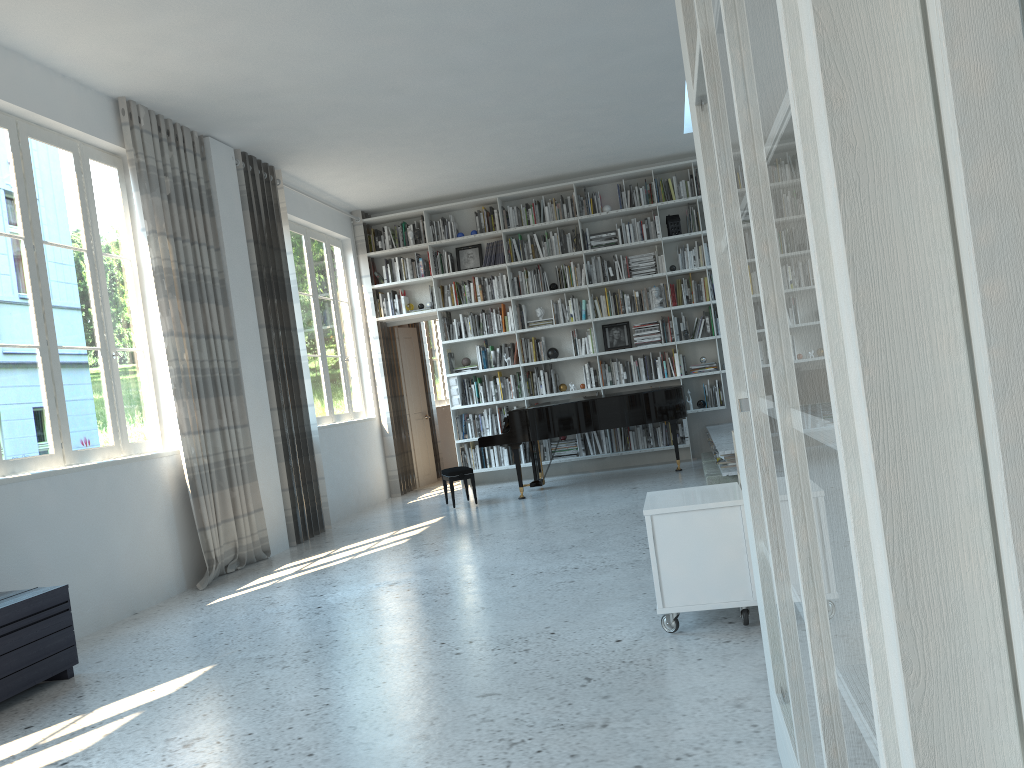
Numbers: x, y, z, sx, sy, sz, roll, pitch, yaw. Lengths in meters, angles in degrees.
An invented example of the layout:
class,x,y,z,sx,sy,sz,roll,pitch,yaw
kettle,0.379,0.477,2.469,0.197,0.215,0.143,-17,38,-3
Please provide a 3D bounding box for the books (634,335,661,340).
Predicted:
class,x,y,z,sx,sy,sz,roll,pitch,yaw
books,1.469,-0.499,9.594,0.285,0.012,0.159,-8,0,12

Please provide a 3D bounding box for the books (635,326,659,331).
class,x,y,z,sx,sy,sz,roll,pitch,yaw
books,1.455,-0.595,9.589,0.254,0.012,0.161,-8,0,8

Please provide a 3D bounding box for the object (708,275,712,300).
class,x,y,z,sx,sy,sz,roll,pitch,yaw
object,2.113,-1.012,9.472,0.013,0.283,0.135,-8,0,10

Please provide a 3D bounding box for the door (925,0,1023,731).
class,x,y,z,sx,sy,sz,roll,pitch,yaw
door,0.706,-0.213,0.491,0.839,2.228,0.067,-8,0,21

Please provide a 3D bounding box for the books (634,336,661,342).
class,x,y,z,sx,sy,sz,roll,pitch,yaw
books,1.471,-0.487,9.597,0.285,0.012,0.159,-8,0,11

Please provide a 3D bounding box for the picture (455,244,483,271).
class,x,y,z,sx,sy,sz,roll,pitch,yaw
picture,-0.476,-1.408,9.972,0.300,0.300,0.077,-8,0,11

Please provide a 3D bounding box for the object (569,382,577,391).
class,x,y,z,sx,sy,sz,roll,pitch,yaw
object,0.665,0.026,9.678,0.060,0.095,0.078,-8,0,27

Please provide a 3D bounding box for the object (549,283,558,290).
class,x,y,z,sx,sy,sz,roll,pitch,yaw
object,0.457,-1.059,9.720,0.097,0.098,0.097,-8,0,-31

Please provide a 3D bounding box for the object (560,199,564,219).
class,x,y,z,sx,sy,sz,roll,pitch,yaw
object,0.560,-1.890,9.718,0.010,0.247,0.157,-8,0,10

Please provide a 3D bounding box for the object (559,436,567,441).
class,x,y,z,sx,sy,sz,roll,pitch,yaw
object,0.561,0.581,9.754,0.086,0.087,0.086,-8,0,-12

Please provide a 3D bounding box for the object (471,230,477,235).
class,x,y,z,sx,sy,sz,roll,pitch,yaw
object,-0.419,-1.671,9.869,0.082,0.083,0.082,-8,0,-12

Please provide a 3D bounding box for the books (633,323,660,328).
class,x,y,z,sx,sy,sz,roll,pitch,yaw
books,1.449,-0.631,9.584,0.285,0.012,0.159,-8,0,6

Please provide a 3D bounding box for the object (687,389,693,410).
class,x,y,z,sx,sy,sz,roll,pitch,yaw
object,1.881,0.165,9.394,0.053,0.225,0.046,-8,0,22

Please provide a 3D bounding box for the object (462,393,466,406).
class,x,y,z,sx,sy,sz,roll,pitch,yaw
object,-0.540,0.169,9.841,0.045,0.146,0.045,-8,0,-41

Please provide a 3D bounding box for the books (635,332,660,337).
class,x,y,z,sx,sy,sz,roll,pitch,yaw
books,1.463,-0.534,9.585,0.254,0.012,0.161,-8,0,6

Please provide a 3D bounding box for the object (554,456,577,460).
class,x,y,z,sx,sy,sz,roll,pitch,yaw
object,0.602,0.809,9.790,0.254,0.007,0.161,-8,0,14

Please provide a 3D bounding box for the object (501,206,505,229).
class,x,y,z,sx,sy,sz,roll,pitch,yaw
object,-0.080,-1.820,9.840,0.012,0.285,0.159,-8,0,10

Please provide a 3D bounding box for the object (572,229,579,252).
class,x,y,z,sx,sy,sz,roll,pitch,yaw
object,0.685,-1.541,9.560,0.075,0.255,0.075,-8,0,-11

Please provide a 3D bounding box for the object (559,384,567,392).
class,x,y,z,sx,sy,sz,roll,pitch,yaw
object,0.561,0.041,9.765,0.091,0.092,0.091,-8,0,-12

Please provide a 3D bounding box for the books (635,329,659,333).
class,x,y,z,sx,sy,sz,roll,pitch,yaw
books,1.458,-0.571,9.589,0.254,0.012,0.161,-8,0,8

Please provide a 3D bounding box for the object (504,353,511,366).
class,x,y,z,sx,sy,sz,roll,pitch,yaw
object,-0.051,-0.267,9.717,0.081,0.140,0.044,-8,0,-6

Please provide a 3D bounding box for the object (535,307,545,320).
class,x,y,z,sx,sy,sz,roll,pitch,yaw
object,0.311,-0.782,9.796,0.095,0.157,0.121,-8,0,24

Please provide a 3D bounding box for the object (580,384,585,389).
class,x,y,z,sx,sy,sz,roll,pitch,yaw
object,0.774,0.026,9.682,0.061,0.062,0.061,-8,0,-31

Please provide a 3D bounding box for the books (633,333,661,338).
class,x,y,z,sx,sy,sz,roll,pitch,yaw
books,1.464,-0.523,9.585,0.285,0.012,0.159,-8,0,16

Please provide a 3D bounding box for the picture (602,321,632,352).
class,x,y,z,sx,sy,sz,roll,pitch,yaw
picture,1.148,-0.518,9.702,0.300,0.300,0.077,-8,0,11

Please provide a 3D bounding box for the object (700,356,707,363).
class,x,y,z,sx,sy,sz,roll,pitch,yaw
object,2.025,-0.256,9.392,0.071,0.072,0.071,-8,0,-31

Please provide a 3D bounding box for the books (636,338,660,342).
class,x,y,z,sx,sy,sz,roll,pitch,yaw
books,1.471,-0.476,9.586,0.254,0.012,0.161,-8,0,6

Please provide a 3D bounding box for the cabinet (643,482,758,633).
class,x,y,z,sx,sy,sz,roll,pitch,yaw
cabinet,0.755,0.685,3.536,0.380,0.487,0.502,-8,0,10

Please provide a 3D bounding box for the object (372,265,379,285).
class,x,y,z,sx,sy,sz,roll,pitch,yaw
object,-1.569,-1.246,10.115,0.035,0.295,0.176,-8,0,10

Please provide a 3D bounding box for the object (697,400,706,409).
class,x,y,z,sx,sy,sz,roll,pitch,yaw
object,2.006,0.214,9.396,0.093,0.095,0.093,-8,0,-31

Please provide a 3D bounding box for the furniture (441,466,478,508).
class,x,y,z,sx,sy,sz,roll,pitch,yaw
furniture,-0.499,0.958,8.345,0.239,0.353,0.467,-8,0,-15

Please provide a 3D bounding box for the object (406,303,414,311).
class,x,y,z,sx,sy,sz,roll,pitch,yaw
object,-1.149,-0.867,9.997,0.087,0.088,0.087,-8,0,-31

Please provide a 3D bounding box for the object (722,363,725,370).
class,x,y,z,sx,sy,sz,roll,pitch,yaw
object,2.272,-0.188,9.429,0.071,0.072,0.071,-8,0,-31

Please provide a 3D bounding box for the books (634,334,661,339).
class,x,y,z,sx,sy,sz,roll,pitch,yaw
books,1.467,-0.511,9.592,0.285,0.012,0.159,-8,0,13

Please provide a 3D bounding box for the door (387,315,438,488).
class,x,y,z,sx,sy,sz,roll,pitch,yaw
door,-0.962,0.224,10.623,0.834,1.981,0.786,-8,0,11

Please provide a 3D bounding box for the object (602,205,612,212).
class,x,y,z,sx,sy,sz,roll,pitch,yaw
object,1.027,-1.883,9.586,0.105,0.106,0.104,-8,0,-12

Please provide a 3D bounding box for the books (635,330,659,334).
class,x,y,z,sx,sy,sz,roll,pitch,yaw
books,1.460,-0.559,9.589,0.254,0.012,0.161,-8,0,14

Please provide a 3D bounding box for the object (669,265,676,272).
class,x,y,z,sx,sy,sz,roll,pitch,yaw
object,1.709,-1.227,9.420,0.071,0.072,0.071,-8,0,-31

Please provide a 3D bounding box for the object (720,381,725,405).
class,x,y,z,sx,sy,sz,roll,pitch,yaw
object,2.233,0.099,9.385,0.011,0.260,0.142,-8,0,10

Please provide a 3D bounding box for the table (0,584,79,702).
class,x,y,z,sx,sy,sz,roll,pitch,yaw
table,-2.322,1.155,3.621,0.524,0.415,0.925,-8,0,10

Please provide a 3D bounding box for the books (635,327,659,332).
class,x,y,z,sx,sy,sz,roll,pitch,yaw
books,1.456,-0.583,9.587,0.254,0.012,0.161,-8,0,7

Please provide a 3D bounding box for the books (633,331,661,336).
class,x,y,z,sx,sy,sz,roll,pitch,yaw
books,1.461,-0.546,9.585,0.285,0.012,0.159,-8,0,16

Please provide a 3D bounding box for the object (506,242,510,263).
class,x,y,z,sx,sy,sz,roll,pitch,yaw
object,-0.027,-1.441,9.842,0.012,0.254,0.161,-8,0,10

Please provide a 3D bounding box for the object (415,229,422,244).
class,x,y,z,sx,sy,sz,roll,pitch,yaw
object,-1.043,-1.629,9.873,0.067,0.198,0.067,-8,0,-37

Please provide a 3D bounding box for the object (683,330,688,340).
class,x,y,z,sx,sy,sz,roll,pitch,yaw
object,1.835,-0.517,9.358,0.054,0.113,0.079,-8,0,9

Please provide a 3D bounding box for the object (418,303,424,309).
class,x,y,z,sx,sy,sz,roll,pitch,yaw
object,-1.026,-0.876,10.023,0.071,0.072,0.071,-8,0,-12

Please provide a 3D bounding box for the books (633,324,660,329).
class,x,y,z,sx,sy,sz,roll,pitch,yaw
books,1.452,-0.619,9.591,0.285,0.012,0.159,-8,0,13

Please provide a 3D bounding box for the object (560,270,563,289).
class,x,y,z,sx,sy,sz,roll,pitch,yaw
object,0.555,-1.138,9.751,0.010,0.225,0.142,-8,0,10

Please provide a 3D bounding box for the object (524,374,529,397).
class,x,y,z,sx,sy,sz,roll,pitch,yaw
object,0.174,0.014,9.850,0.012,0.254,0.161,-8,0,10

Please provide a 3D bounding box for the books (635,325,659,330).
class,x,y,z,sx,sy,sz,roll,pitch,yaw
books,1.453,-0.607,9.587,0.254,0.012,0.161,-8,0,7

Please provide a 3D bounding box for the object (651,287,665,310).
class,x,y,z,sx,sy,sz,roll,pitch,yaw
object,1.541,-0.912,9.425,0.137,0.244,0.138,-8,0,-24

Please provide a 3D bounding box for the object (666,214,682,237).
class,x,y,z,sx,sy,sz,roll,pitch,yaw
object,1.721,-1.683,9.433,0.135,0.248,0.135,-8,0,1

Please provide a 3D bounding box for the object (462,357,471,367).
class,x,y,z,sx,sy,sz,roll,pitch,yaw
object,-0.514,-0.244,9.944,0.105,0.106,0.105,-8,0,-12

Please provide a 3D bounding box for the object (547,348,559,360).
class,x,y,z,sx,sy,sz,roll,pitch,yaw
object,0.451,-0.334,9.763,0.133,0.135,0.134,-8,0,-31

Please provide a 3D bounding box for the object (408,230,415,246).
class,x,y,z,sx,sy,sz,roll,pitch,yaw
object,-1.122,-1.618,9.887,0.067,0.198,0.067,-8,0,-37

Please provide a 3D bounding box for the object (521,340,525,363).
class,x,y,z,sx,sy,sz,roll,pitch,yaw
object,0.136,-0.358,9.858,0.012,0.270,0.130,-8,0,10

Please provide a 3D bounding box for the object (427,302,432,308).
class,x,y,z,sx,sy,sz,roll,pitch,yaw
object,-0.927,-0.890,9.984,0.071,0.072,0.071,-8,0,-12

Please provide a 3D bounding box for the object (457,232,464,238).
class,x,y,z,sx,sy,sz,roll,pitch,yaw
object,-0.572,-1.649,9.898,0.082,0.083,0.082,-8,0,-12
